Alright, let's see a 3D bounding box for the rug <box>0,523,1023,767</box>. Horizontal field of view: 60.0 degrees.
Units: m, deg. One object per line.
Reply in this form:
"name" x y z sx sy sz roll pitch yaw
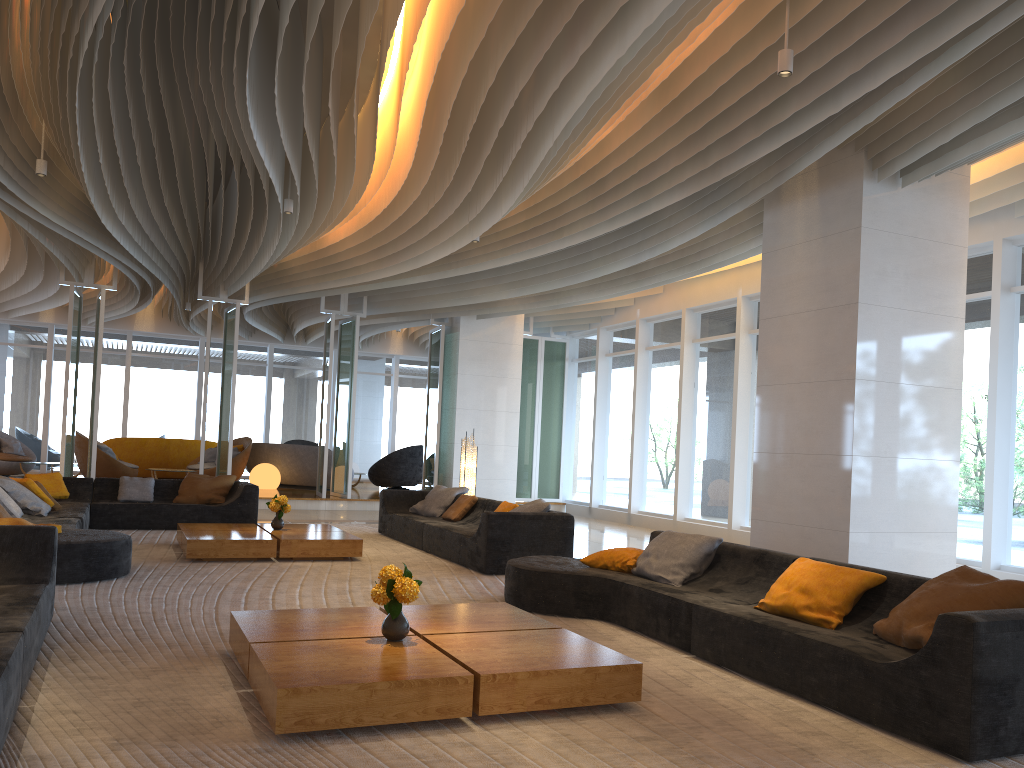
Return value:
"rug" -0.598 1.479 4.671 5.592 0.022 16.021 5 -5 -24

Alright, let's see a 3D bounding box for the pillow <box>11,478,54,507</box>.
"pillow" -4.998 1.132 9.186 0.416 0.334 0.330 1 -3 31

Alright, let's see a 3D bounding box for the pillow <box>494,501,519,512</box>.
"pillow" -0.128 1.390 9.303 0.326 0.312 0.403 4 -3 -22

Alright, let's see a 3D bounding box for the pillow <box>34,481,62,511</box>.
"pillow" -4.997 1.173 9.357 0.405 0.318 0.336 1 -3 34

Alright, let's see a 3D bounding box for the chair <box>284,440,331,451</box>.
"chair" -4.528 1.778 20.147 1.547 1.004 1.116 6 -4 -41

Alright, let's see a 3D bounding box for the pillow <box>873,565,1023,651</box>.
"pillow" 2.112 1.082 4.241 0.548 0.377 0.639 3 -3 -2

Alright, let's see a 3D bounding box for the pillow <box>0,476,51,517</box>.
"pillow" -4.905 1.119 8.861 0.555 0.376 0.642 4 -4 -28

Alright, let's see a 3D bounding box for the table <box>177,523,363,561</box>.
"table" -2.511 1.608 9.043 1.624 0.219 1.581 5 -5 -24

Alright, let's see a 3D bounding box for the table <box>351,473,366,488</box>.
"table" -3.660 2.112 19.498 0.804 0.318 1.101 0 -5 37

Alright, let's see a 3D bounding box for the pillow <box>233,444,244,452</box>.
"pillow" -5.610 1.408 17.767 0.595 0.421 0.379 0 -4 44

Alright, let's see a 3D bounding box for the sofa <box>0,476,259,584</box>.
"sofa" -3.827 1.329 9.050 2.866 0.652 5.026 4 -5 -24

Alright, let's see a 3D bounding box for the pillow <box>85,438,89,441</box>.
"pillow" -7.664 1.189 16.121 0.377 0.421 0.598 4 -3 -26

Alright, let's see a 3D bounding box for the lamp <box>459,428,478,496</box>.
"lamp" -0.612 1.336 12.288 0.254 1.448 0.247 3 -1 -24

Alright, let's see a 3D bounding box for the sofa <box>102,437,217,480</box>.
"sofa" -7.280 1.572 18.420 2.608 0.899 1.092 5 -4 -35

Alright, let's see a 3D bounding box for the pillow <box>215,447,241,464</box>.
"pillow" -5.560 1.425 17.350 0.470 0.408 0.498 4 -3 -22

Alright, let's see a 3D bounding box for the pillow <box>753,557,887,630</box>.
"pillow" 1.695 1.197 4.975 0.457 0.393 0.629 4 -4 -25

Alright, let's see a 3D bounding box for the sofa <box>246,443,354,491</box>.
"sofa" -4.403 1.683 18.128 2.526 0.899 1.128 1 -4 25

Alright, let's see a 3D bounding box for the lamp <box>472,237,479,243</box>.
"lamp" -0.380 -2.358 10.030 0.088 1.504 0.090 2 -1 21

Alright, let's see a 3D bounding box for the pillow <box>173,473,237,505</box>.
"pillow" -3.942 1.345 11.397 0.640 0.377 0.547 3 -3 -2

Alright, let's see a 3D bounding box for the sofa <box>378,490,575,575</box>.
"sofa" -0.553 1.584 9.953 0.955 0.581 3.731 4 -4 -24

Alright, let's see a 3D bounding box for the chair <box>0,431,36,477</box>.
"chair" -10.061 1.309 17.329 1.124 1.004 1.538 2 -3 19

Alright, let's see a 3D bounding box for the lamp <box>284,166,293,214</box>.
"lamp" -2.269 -2.511 9.150 0.088 1.504 0.090 2 -1 21

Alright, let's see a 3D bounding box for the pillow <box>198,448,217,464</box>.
"pillow" -6.004 1.415 17.856 0.612 0.454 0.480 1 -3 27

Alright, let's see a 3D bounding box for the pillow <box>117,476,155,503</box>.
"pillow" -4.676 1.312 11.038 0.413 0.312 0.318 4 -3 -22

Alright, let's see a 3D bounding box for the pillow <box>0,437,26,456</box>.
"pillow" -9.985 1.247 17.684 0.456 0.408 0.513 1 -4 33

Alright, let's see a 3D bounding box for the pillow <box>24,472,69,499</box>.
"pillow" -5.568 1.216 10.615 0.335 0.315 0.416 0 -4 38

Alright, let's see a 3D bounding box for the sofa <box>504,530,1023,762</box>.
"sofa" 1.242 1.325 5.432 1.372 0.581 4.090 4 -5 -25

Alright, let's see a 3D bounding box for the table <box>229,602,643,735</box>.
"table" -0.466 1.350 4.380 1.624 0.219 1.581 5 -5 -24

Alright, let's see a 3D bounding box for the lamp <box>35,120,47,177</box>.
"lamp" -4.312 -2.677 8.200 0.088 1.504 0.090 2 -1 21

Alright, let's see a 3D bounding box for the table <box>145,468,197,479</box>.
"table" -6.437 1.775 16.727 0.834 0.318 1.061 6 -5 -42

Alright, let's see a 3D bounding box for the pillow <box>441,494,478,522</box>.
"pillow" -0.614 1.452 10.413 0.327 0.312 0.402 4 -3 -26

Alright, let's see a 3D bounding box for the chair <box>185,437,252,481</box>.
"chair" -5.811 1.526 17.599 1.157 1.004 1.493 5 -4 -36

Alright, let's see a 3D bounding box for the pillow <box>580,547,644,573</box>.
"pillow" 0.824 1.323 6.682 0.441 0.192 0.597 0 -5 31

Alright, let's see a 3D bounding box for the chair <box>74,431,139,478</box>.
"chair" -7.434 1.346 16.209 1.148 1.004 1.505 4 -3 -16

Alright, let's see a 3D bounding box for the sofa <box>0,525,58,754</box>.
"sofa" -2.431 1.006 3.455 0.955 0.581 3.731 4 -4 -24

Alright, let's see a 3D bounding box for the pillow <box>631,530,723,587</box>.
"pillow" 1.131 1.250 6.257 0.468 0.416 0.657 4 -4 -24

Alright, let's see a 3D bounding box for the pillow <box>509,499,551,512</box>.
"pillow" 0.092 1.338 8.847 0.548 0.377 0.639 3 -3 -2

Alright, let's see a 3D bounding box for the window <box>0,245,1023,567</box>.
"window" 2.566 0.060 8.349 53.594 3.215 22.554 0 -5 31

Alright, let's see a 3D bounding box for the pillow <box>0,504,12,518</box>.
"pillow" -4.205 1.033 7.221 0.333 0.310 0.419 4 -3 -22

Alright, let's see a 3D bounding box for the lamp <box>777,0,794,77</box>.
"lamp" 1.680 -2.616 5.358 0.090 1.504 0.087 3 -1 -33

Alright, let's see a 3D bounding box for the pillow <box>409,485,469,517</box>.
"pillow" -0.932 1.467 11.182 0.627 0.377 0.558 -1 -5 44

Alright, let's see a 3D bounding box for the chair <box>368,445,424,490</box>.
"chair" -2.461 1.822 19.475 1.116 1.004 1.547 0 -4 39

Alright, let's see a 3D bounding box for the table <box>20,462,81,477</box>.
"table" -8.975 1.701 17.296 1.092 0.318 0.811 4 -4 -18

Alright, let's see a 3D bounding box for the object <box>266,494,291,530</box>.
"object" -2.427 1.328 9.242 0.235 0.376 0.267 2 -2 8

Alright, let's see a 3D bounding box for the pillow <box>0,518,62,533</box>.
"pillow" -3.869 1.138 7.038 0.408 0.135 0.420 2 -4 10

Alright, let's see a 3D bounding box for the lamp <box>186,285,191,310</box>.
"lamp" -5.989 -2.126 16.507 0.090 1.504 0.088 3 -1 -15

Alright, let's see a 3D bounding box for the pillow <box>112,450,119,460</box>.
"pillow" -7.572 1.271 16.534 0.464 0.408 0.504 3 -3 -2

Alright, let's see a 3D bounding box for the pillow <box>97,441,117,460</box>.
"pillow" -7.331 1.206 15.901 0.481 0.454 0.610 5 -4 -43

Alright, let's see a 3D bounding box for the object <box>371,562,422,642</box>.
"object" -0.554 1.036 4.230 0.236 0.376 0.266 3 -2 -2
